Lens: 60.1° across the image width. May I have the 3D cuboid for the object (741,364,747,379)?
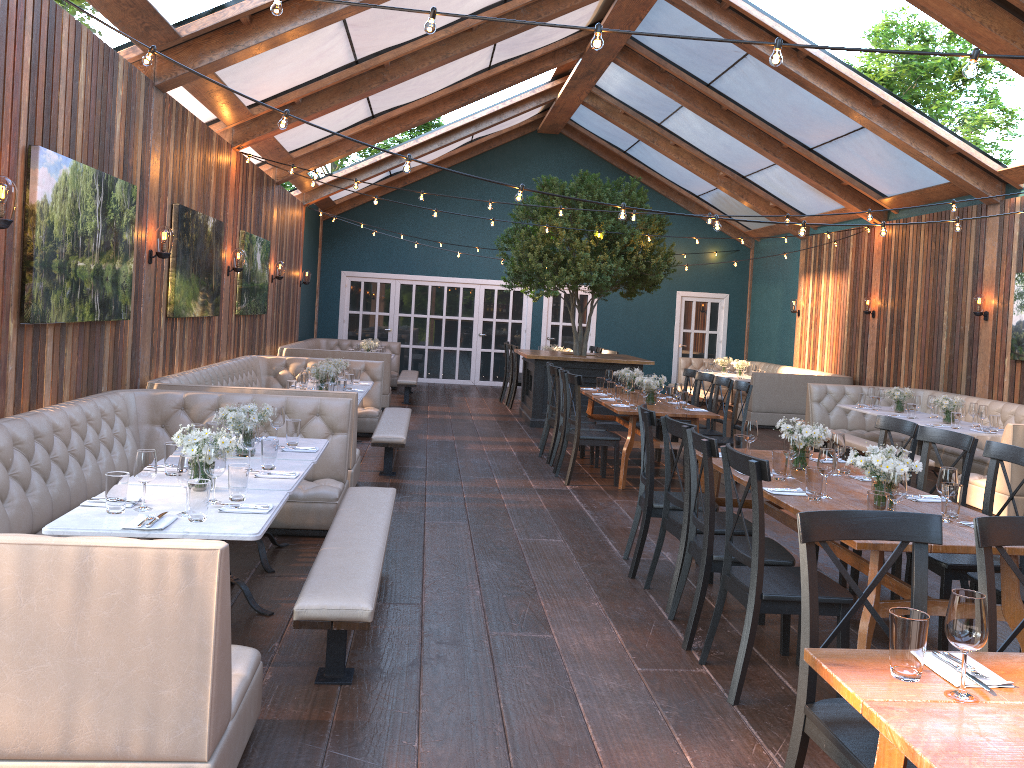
[{"bbox_3d":[3.872,-0.207,14.764,0.092,0.244,0.092,4,2,43],"label":"object"}]

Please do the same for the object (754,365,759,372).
[{"bbox_3d":[4.066,-0.192,14.718,0.092,0.244,0.092,4,2,43],"label":"object"}]

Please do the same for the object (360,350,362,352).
[{"bbox_3d":[-2.699,-0.610,15.657,0.091,0.158,0.092,3,2,-19],"label":"object"}]

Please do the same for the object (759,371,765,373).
[{"bbox_3d":[4.136,-0.139,14.637,0.091,0.158,0.092,3,2,-19],"label":"object"}]

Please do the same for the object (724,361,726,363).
[{"bbox_3d":[3.954,-0.343,16.496,0.092,0.244,0.092,4,2,37],"label":"object"}]

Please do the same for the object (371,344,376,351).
[{"bbox_3d":[-2.259,-0.523,14.374,0.092,0.244,0.092,4,2,43],"label":"object"}]

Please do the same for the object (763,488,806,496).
[{"bbox_3d":[1.420,0.544,4.506,0.255,0.019,0.158,3,5,-5],"label":"object"}]

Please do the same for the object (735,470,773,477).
[{"bbox_3d":[1.410,0.502,5.032,0.255,0.019,0.158,3,5,-5],"label":"object"}]

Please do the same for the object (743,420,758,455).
[{"bbox_3d":[1.494,0.350,5.551,0.092,0.244,0.092,4,2,43],"label":"object"}]

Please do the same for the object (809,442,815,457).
[{"bbox_3d":[1.940,0.398,5.805,0.092,0.158,0.092,4,2,31],"label":"object"}]

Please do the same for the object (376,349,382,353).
[{"bbox_3d":[-2.171,-0.482,14.448,0.091,0.158,0.092,3,2,-19],"label":"object"}]

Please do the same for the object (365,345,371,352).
[{"bbox_3d":[-2.296,-0.506,14.131,0.092,0.244,0.092,4,2,43],"label":"object"}]

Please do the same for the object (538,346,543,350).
[{"bbox_3d":[0.515,-0.565,16.111,0.092,0.244,0.092,4,2,37],"label":"object"}]

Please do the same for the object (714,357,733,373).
[{"bbox_3d":[3.858,-0.352,16.140,0.336,0.309,0.330,1,4,-40],"label":"object"}]

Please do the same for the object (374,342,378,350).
[{"bbox_3d":[-2.333,-0.587,15.101,0.092,0.244,0.092,4,2,43],"label":"object"}]

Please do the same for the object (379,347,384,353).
[{"bbox_3d":[-2.242,-0.547,15.201,0.091,0.158,0.092,3,2,-19],"label":"object"}]

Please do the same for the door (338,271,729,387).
[{"bbox_3d":[0.501,-1.019,18.566,8.168,2.208,0.174,3,1,-5],"label":"door"}]

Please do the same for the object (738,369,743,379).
[{"bbox_3d":[3.788,-0.163,14.692,0.091,0.158,0.092,3,2,-19],"label":"object"}]

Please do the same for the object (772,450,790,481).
[{"bbox_3d":[1.477,0.449,4.877,0.092,0.158,0.092,4,2,21],"label":"object"}]

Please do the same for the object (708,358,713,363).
[{"bbox_3d":[3.724,-0.362,16.569,0.092,0.244,0.092,4,2,37],"label":"object"}]

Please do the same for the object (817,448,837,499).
[{"bbox_3d":[1.571,0.446,4.424,0.092,0.244,0.092,4,2,37],"label":"object"}]

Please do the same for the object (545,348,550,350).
[{"bbox_3d":[0.616,-0.513,15.545,0.092,0.244,0.092,4,2,37],"label":"object"}]

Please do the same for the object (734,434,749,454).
[{"bbox_3d":[1.412,0.396,5.461,0.092,0.158,0.092,5,2,41],"label":"object"}]

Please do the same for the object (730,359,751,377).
[{"bbox_3d":[3.949,-0.280,15.313,0.337,0.309,0.329,5,4,37],"label":"object"}]

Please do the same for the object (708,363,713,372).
[{"bbox_3d":[3.650,-0.298,16.255,0.091,0.158,0.092,3,2,-19],"label":"object"}]

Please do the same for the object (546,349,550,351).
[{"bbox_3d":[0.597,-0.467,14.970,0.092,0.244,0.092,4,2,43],"label":"object"}]

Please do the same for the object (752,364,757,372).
[{"bbox_3d":[4.095,-0.209,14.951,0.092,0.244,0.092,4,2,43],"label":"object"}]

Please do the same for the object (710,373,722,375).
[{"bbox_3d":[3.645,-0.178,15.639,0.255,0.019,0.158,3,5,-5],"label":"object"}]

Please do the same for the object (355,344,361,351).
[{"bbox_3d":[-2.466,-0.520,14.187,0.092,0.244,0.092,4,2,43],"label":"object"}]

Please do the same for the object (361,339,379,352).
[{"bbox_3d":[-2.390,-0.592,14.726,0.337,0.309,0.329,5,4,37],"label":"object"}]

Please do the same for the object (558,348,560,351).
[{"bbox_3d":[0.846,-0.561,16.296,0.092,0.244,0.092,4,2,37],"label":"object"}]

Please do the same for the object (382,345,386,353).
[{"bbox_3d":[-2.321,-0.615,15.981,0.091,0.158,0.092,3,2,-19],"label":"object"}]

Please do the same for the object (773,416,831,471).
[{"bbox_3d":[1.733,0.354,5.275,0.330,0.309,0.336,5,3,29],"label":"object"}]

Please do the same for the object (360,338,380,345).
[{"bbox_3d":[-2.481,-0.665,15.553,0.336,0.309,0.330,1,4,-40],"label":"object"}]

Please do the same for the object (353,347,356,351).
[{"bbox_3d":[-2.636,-0.543,14.883,0.091,0.158,0.092,3,2,-19],"label":"object"}]

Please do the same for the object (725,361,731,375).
[{"bbox_3d":[3.796,-0.276,15.557,0.092,0.244,0.092,4,2,43],"label":"object"}]

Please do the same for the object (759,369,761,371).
[{"bbox_3d":[4.174,-0.168,15.025,0.091,0.158,0.092,3,2,-19],"label":"object"}]

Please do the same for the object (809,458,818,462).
[{"bbox_3d":[1.999,0.483,5.652,0.255,0.019,0.158,3,5,-5],"label":"object"}]

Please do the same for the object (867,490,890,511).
[{"bbox_3d":[1.560,0.541,3.776,0.092,0.158,0.092,4,2,21],"label":"object"}]

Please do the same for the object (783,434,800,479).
[{"bbox_3d":[1.561,0.405,4.949,0.092,0.244,0.092,4,2,37],"label":"object"}]

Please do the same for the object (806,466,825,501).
[{"bbox_3d":[1.487,0.491,4.351,0.092,0.158,0.092,4,2,21],"label":"object"}]

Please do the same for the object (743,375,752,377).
[{"bbox_3d":[4.165,-0.147,15.619,0.255,0.019,0.158,3,5,-5],"label":"object"}]

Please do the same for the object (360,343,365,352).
[{"bbox_3d":[-2.527,-0.586,14.951,0.092,0.244,0.092,4,2,43],"label":"object"}]

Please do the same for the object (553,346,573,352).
[{"bbox_3d":[0.858,-0.479,14.895,0.329,0.309,0.337,4,3,10],"label":"object"}]

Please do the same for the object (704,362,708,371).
[{"bbox_3d":[3.649,-0.330,16.651,0.091,0.158,0.092,3,2,-19],"label":"object"}]

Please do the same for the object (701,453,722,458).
[{"bbox_3d":[1.344,0.448,5.626,0.255,0.019,0.158,3,5,-5],"label":"object"}]

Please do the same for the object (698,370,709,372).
[{"bbox_3d":[3.583,-0.245,16.410,0.255,0.019,0.158,3,5,-5],"label":"object"}]

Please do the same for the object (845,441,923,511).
[{"bbox_3d":[1.779,0.442,4.223,0.328,0.309,0.337,1,4,-38],"label":"object"}]

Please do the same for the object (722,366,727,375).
[{"bbox_3d":[3.713,-0.232,15.485,0.091,0.158,0.092,3,2,-19],"label":"object"}]

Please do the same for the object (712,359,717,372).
[{"bbox_3d":[3.734,-0.342,16.328,0.092,0.244,0.092,4,2,37],"label":"object"}]

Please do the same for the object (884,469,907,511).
[{"bbox_3d":[1.666,0.499,3.846,0.092,0.244,0.092,4,2,37],"label":"object"}]

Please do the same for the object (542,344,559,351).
[{"bbox_3d":[0.697,-0.572,15.917,0.329,0.309,0.337,3,3,-7],"label":"object"}]

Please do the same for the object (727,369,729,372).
[{"bbox_3d":[4.033,-0.302,16.570,0.091,0.158,0.092,3,2,-19],"label":"object"}]

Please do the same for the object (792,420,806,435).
[{"bbox_3d":[1.850,0.357,5.712,0.092,0.244,0.092,4,2,43],"label":"object"}]

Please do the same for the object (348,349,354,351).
[{"bbox_3d":[-2.563,-0.475,14.091,0.091,0.158,0.092,3,2,-19],"label":"object"}]

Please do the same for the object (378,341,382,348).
[{"bbox_3d":[-2.389,-0.654,15.891,0.092,0.244,0.092,4,2,37],"label":"object"}]
